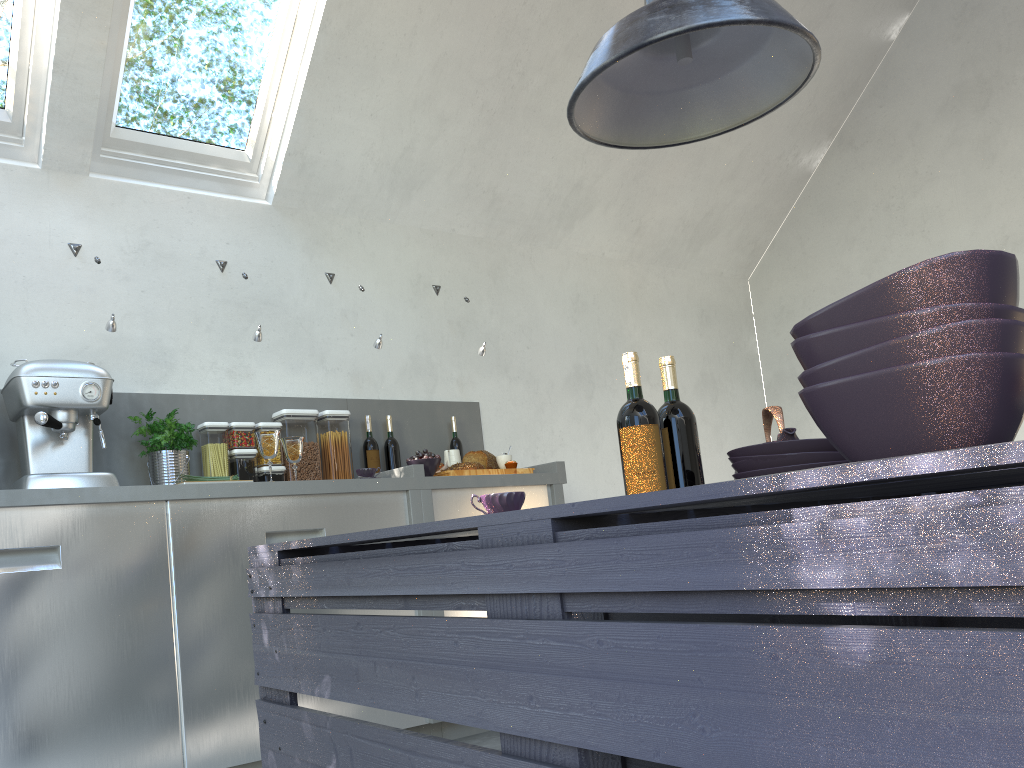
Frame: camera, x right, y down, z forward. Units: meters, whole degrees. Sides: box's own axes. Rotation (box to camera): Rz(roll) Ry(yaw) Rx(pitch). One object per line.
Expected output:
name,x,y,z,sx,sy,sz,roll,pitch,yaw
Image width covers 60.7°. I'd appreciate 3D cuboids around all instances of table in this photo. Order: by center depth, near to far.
table,0.648,0.554,1.370,1.511,0.790,1.610,2,-12,-37

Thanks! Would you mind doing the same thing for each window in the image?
window,-1.850,-1.675,2.778,0.784,1.384,1.588,0,-10,-37
window,-1.087,-1.652,3.314,0.784,1.377,1.580,0,-10,-37

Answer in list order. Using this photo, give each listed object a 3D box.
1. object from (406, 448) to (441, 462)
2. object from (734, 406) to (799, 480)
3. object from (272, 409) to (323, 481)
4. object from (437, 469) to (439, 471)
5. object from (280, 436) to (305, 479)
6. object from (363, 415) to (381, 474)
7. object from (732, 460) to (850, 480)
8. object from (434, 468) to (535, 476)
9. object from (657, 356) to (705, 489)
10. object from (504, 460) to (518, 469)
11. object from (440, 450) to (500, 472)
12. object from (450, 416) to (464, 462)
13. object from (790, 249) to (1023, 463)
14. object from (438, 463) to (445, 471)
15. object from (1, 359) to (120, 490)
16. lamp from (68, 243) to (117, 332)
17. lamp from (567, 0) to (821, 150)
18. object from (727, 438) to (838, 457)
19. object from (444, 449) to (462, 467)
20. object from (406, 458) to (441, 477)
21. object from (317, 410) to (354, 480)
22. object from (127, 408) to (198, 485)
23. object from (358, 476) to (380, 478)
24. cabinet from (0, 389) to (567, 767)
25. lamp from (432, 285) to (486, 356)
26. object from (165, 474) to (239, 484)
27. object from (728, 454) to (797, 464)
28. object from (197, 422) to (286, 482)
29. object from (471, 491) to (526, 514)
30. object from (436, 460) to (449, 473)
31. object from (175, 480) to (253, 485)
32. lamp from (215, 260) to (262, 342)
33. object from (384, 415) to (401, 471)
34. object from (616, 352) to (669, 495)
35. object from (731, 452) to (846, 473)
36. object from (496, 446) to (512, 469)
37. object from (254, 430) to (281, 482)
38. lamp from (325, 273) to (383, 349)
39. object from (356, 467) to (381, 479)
object,-0.366,0.307,3.622,0.151,0.094,0.150,-12,-12,38
object,0.620,0.163,2.017,0.200,0.230,0.233,0,-10,-35
object,-0.915,0.294,3.747,0.165,0.351,0.137,0,-9,-38
object,-0.378,0.363,3.779,0.121,0.076,0.118,-6,-9,6
object,-0.853,0.307,3.432,0.105,0.190,0.092,-12,-9,41
object,-0.637,0.312,3.955,0.068,0.342,0.078,0,-9,-44
object,0.540,0.183,1.655,0.232,0.047,0.229,-6,-10,3
object,-0.179,0.408,3.848,0.443,0.028,0.329,3,-13,-36
object,0.365,0.109,1.942,0.091,0.342,0.092,-5,-6,-4
object,-0.004,0.362,3.886,0.063,0.046,0.056,-12,-11,37
object,-0.185,0.343,3.873,0.133,0.111,0.436,-9,-11,20
object,-0.266,0.328,4.219,0.059,0.342,0.066,-2,-8,-34
object,0.434,-0.008,0.949,0.182,0.212,0.228,0,-10,-36
object,-0.345,0.380,3.888,0.121,0.076,0.118,-6,-9,6
object,-1.559,0.146,3.051,0.337,0.496,0.458,0,-10,-38
lamp,-1.569,-0.372,3.296,0.363,0.431,0.055,-13,-9,42
lamp,0.254,-1.051,1.614,0.406,1.087,0.460,-1,-8,-37
object,0.531,0.143,1.657,0.216,0.058,0.245,3,-13,-37
object,-0.265,0.358,3.941,0.079,0.118,0.093,-3,-8,-16
object,-0.361,0.356,3.616,0.151,0.078,0.144,-7,-10,11
object,-0.777,0.300,3.849,0.120,0.351,0.137,-1,-8,-38
object,-1.322,0.257,3.337,0.254,0.339,0.246,-6,-8,6
object,-0.558,0.370,3.438,0.029,0.013,0.126,-10,-11,24
cabinet,-1.001,0.713,3.330,2.689,1.464,0.607,2,-10,-36
lamp,-0.251,-0.317,4.231,0.056,0.433,0.355,-1,-9,-38
object,-1.106,0.341,3.137,0.266,0.053,0.149,-1,-11,-20
object,0.535,0.156,1.661,0.217,0.062,0.243,1,-12,-32
object,-1.104,0.310,3.586,0.322,0.291,0.113,1,-9,-36
object,-0.015,0.222,1.571,0.124,0.056,0.109,-13,-12,40
object,-0.352,0.372,3.809,0.190,0.058,0.210,-2,-10,-17
object,-1.088,0.364,3.147,0.247,0.012,0.194,3,-13,-39
lamp,-1.123,-0.353,3.609,0.056,0.433,0.355,-1,-9,-38
object,-0.550,0.316,4.017,0.068,0.342,0.077,-2,-8,-34
object,0.272,0.103,1.864,0.092,0.342,0.091,-6,-6,1
object,0.540,0.168,1.658,0.216,0.062,0.244,1,-12,-32
object,-0.035,0.338,3.947,0.074,0.120,0.072,-7,-7,8
object,-0.893,0.272,3.222,0.101,0.190,0.096,-7,-7,11
lamp,-0.697,-0.335,3.918,0.363,0.431,0.055,-13,-9,42
object,-0.578,0.363,3.480,0.111,0.056,0.122,-1,-10,-22
